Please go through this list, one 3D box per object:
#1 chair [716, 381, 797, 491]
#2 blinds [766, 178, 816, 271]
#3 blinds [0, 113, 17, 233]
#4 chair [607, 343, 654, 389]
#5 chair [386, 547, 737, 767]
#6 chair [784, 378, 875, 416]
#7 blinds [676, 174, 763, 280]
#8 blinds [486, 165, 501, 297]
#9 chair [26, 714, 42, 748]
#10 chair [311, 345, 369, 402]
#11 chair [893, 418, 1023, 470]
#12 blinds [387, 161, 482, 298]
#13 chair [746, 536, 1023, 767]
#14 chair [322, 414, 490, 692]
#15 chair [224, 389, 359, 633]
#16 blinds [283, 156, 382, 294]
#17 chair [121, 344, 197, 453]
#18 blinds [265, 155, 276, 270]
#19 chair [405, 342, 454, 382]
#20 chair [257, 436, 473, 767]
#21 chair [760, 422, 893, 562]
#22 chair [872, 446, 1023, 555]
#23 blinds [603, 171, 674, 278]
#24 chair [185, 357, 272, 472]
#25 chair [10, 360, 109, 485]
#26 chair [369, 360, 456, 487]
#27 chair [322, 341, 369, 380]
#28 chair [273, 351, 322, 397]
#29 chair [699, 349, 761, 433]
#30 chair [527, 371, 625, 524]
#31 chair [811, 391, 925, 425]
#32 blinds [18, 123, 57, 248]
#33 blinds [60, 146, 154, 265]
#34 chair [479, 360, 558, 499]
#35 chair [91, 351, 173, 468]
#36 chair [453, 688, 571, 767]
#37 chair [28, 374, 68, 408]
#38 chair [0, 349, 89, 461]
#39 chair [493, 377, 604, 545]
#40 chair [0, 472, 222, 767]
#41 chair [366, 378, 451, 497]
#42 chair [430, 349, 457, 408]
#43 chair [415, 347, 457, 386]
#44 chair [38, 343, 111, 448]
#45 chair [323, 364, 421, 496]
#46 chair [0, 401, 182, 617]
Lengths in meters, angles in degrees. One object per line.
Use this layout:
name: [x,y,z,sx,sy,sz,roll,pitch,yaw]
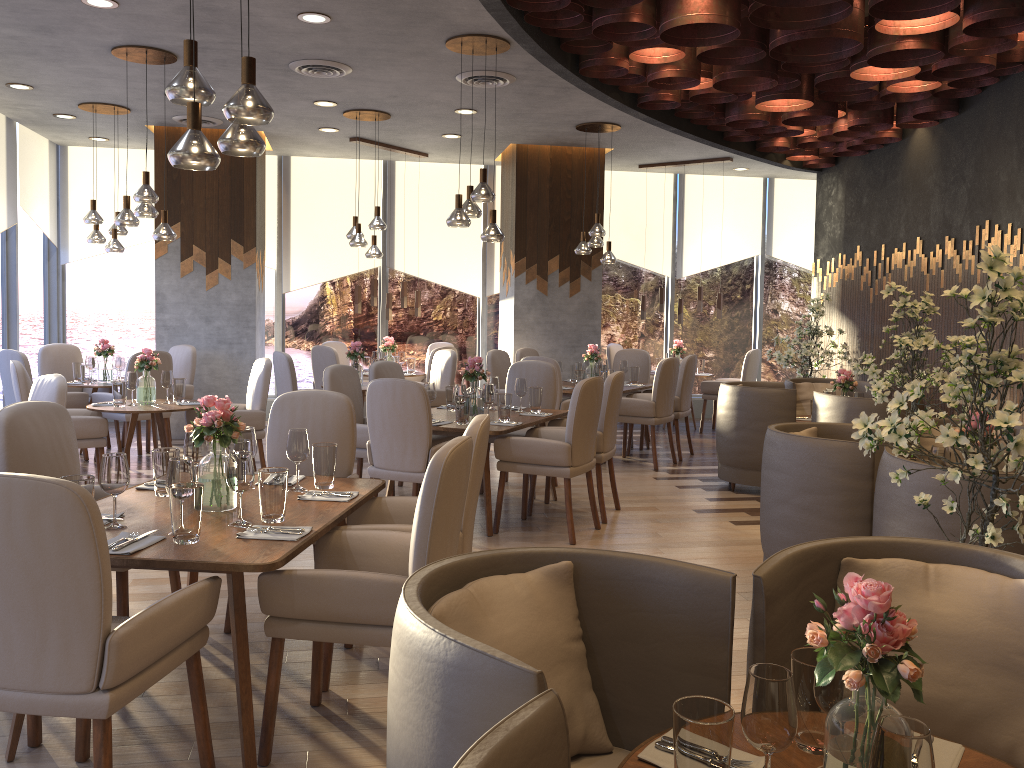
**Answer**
chair: [1.946,0.419,7.122,0.595,0.836,0.775,2,4,10]
blinds: [3.980,-2.697,11.867,1.173,2.676,0.007,0,3,-10]
blinds: [-4.907,-2.556,8.372,0.007,2.676,1.175,0,3,-10]
chair: [1.498,0.001,11.066,0.600,0.998,0.529,3,4,32]
chair: [0.052,0.829,1.853,0.596,0.836,0.775,4,5,39]
chair: [2.686,0.384,7.685,0.774,0.836,0.596,1,4,0]
blinds: [2.751,-2.699,11.646,1.173,2.676,0.007,0,3,-10]
blinds: [0.276,-2.432,11.213,1.173,2.676,0.007,0,3,-10]
chair: [-1.766,0.623,3.002,0.600,0.998,0.529,1,3,4]
chair: [-1.818,0.079,9.493,0.529,0.998,0.600,4,4,39]
chair: [2.400,0.629,4.704,0.774,0.836,0.596,2,4,20]
blinds: [-0.952,-2.415,10.992,1.173,2.676,0.007,0,3,-10]
chair: [0.957,0.830,2.017,0.775,0.836,0.596,3,4,29]
chair: [-0.391,0.611,3.412,0.600,0.998,0.529,1,3,2]
chair: [-0.981,0.549,4.041,0.528,0.998,0.601,1,3,4]
blinds: [-2.179,-2.424,10.771,1.173,2.676,0.007,0,3,-10]
chair: [-3.444,0.118,8.697,0.528,0.998,0.600,3,4,34]
blinds: [-3.404,-2.709,10.534,1.173,2.676,0.007,0,3,-10]
chair: [-1.006,0.008,10.497,0.529,0.998,0.600,3,4,37]
chair: [-0.439,0.657,2.845,0.600,0.998,0.529,1,3,9]
chair: [1.537,0.641,4.385,0.596,0.836,0.775,3,4,29]
chair: [1.833,0.720,3.503,0.774,0.836,0.596,3,4,25]
blinds: [1.524,-2.723,11.423,1.173,2.676,0.007,0,3,-10]
chair: [-2.158,0.300,6.784,0.600,0.998,0.529,-1,4,-29]
chair: [-3.184,0.328,6.240,0.600,0.998,0.529,-1,4,-30]
chair: [-0.746,0.334,6.647,0.600,0.998,0.529,3,4,26]
chair: [-1.899,0.007,10.330,0.600,0.998,0.529,3,4,33]
chair: [-1.856,0.196,8.080,0.600,0.998,0.529,-1,4,-34]
chair: [2.566,0.078,10.353,0.600,0.998,0.529,3,4,33]
chair: [0.460,0.398,6.124,0.600,0.998,0.529,2,4,19]
chair: [2.562,0.497,6.312,0.774,0.836,0.596,1,4,5]
blinds: [-5.125,-2.853,9.589,0.007,2.676,1.175,0,3,-10]
blinds: [-4.634,-2.711,10.312,1.173,2.676,0.007,0,3,-10]
chair: [0.069,0.327,6.898,0.528,0.998,0.600,2,4,20]
chair: [-3.331,0.192,7.839,0.600,0.998,0.529,3,4,37]
chair: [0.190,0.908,0.933,0.775,0.836,0.596,4,4,34]
chair: [-2.756,0.456,4.795,0.529,0.998,0.600,4,5,43]
chair: [-4.108,0.187,7.745,0.528,0.998,0.600,3,4,33]
chair: [0.250,0.439,5.595,0.600,0.998,0.529,3,4,26]
chair: [-1.147,0.685,2.379,0.528,0.998,0.601,1,3,9]
chair: [-0.563,0.445,5.355,0.528,0.998,0.600,3,4,26]
chair: [-0.874,0.160,8.700,0.600,0.998,0.529,-1,4,-33]
chair: [-0.927,0.081,9.633,0.600,0.998,0.529,3,4,36]
chair: [-4.242,0.117,8.557,0.600,0.998,0.529,4,4,37]
chair: [-0.974,0.374,6.130,0.600,0.998,0.529,2,4,21]
chair: [-1.698,0.577,3.563,0.600,0.998,0.529,1,3,9]
